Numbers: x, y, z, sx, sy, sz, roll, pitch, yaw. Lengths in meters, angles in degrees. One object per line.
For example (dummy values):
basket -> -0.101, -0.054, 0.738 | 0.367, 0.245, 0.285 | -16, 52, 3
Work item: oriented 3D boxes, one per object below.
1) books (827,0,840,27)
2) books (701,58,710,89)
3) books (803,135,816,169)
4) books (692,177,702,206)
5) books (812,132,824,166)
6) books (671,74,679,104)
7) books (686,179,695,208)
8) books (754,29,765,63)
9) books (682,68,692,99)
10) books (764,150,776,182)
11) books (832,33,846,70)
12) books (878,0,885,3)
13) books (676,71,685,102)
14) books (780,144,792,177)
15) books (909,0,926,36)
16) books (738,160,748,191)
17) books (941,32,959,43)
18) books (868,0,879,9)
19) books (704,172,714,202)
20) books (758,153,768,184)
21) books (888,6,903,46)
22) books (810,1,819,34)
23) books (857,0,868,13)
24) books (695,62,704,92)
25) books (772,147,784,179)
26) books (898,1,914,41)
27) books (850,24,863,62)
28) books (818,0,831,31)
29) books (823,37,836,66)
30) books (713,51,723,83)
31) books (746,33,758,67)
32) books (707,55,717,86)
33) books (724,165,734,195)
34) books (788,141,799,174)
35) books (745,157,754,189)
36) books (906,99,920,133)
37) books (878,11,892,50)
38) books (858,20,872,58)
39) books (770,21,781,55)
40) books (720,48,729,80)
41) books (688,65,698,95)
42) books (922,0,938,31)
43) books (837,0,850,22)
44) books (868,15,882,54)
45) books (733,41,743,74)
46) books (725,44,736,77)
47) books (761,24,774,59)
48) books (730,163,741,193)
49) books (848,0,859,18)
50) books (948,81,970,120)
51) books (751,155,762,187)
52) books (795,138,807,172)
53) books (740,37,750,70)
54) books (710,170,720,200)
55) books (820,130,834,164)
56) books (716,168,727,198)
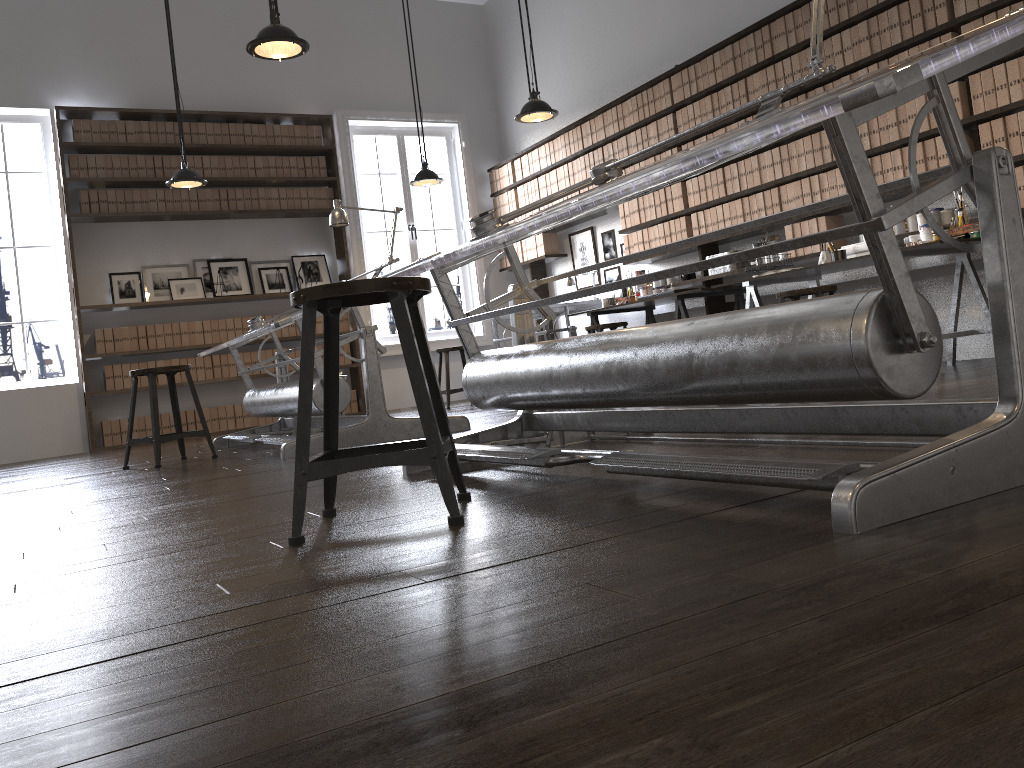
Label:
books -> 2.080, -2.358, 5.582 | 0.175, 0.226, 0.066 | -7, -1, -29
books -> 1.512, -2.312, 6.622 | 0.175, 0.226, 0.066 | -7, -1, -29
books -> 2.022, -1.521, 5.843 | 0.175, 0.226, 0.066 | -7, -1, -29
books -> 1.485, -1.477, 6.816 | 0.175, 0.226, 0.066 | -7, -1, -29
books -> 2.056, -1.524, 5.780 | 0.175, 0.226, 0.066 | -7, -1, -29
books -> 1.344, -2.298, 6.925 | 0.175, 0.226, 0.066 | -7, -1, -29
books -> 1.453, -1.475, 6.881 | 0.175, 0.226, 0.066 | -7, -1, -29
books -> 1.779, -2.334, 6.141 | 0.175, 0.226, 0.066 | -7, -1, -29
books -> 1.405, -2.303, 6.805 | 0.175, 0.226, 0.066 | -7, -1, -29
books -> 1.854, -1.508, 6.155 | 0.175, 0.226, 0.066 | -7, -1, -29
books -> 2.113, -2.083, 5.577 | 0.175, 0.226, 0.066 | -7, -1, -29
books -> 2.253, -2.373, 5.274 | 0.175, 0.226, 0.066 | -7, -1, -29
books -> 1.370, -2.300, 6.868 | 0.175, 0.226, 0.066 | -7, -1, -29
books -> 1.924, -1.513, 6.031 | 0.175, 0.226, 0.066 | -7, -1, -29
books -> 2.381, -2.105, 5.090 | 0.175, 0.226, 0.066 | -7, -1, -29
books -> 1.727, -1.497, 6.390 | 0.175, 0.226, 0.066 | -7, -1, -29
books -> 2.493, -1.838, 4.947 | 0.175, 0.226, 0.066 | -7, -1, -29
books -> 2.217, -2.370, 5.336 | 0.175, 0.226, 0.066 | -7, -1, -29
books -> 1.554, -1.483, 6.700 | 0.175, 0.226, 0.066 | -7, -1, -29
books -> 1.825, -1.505, 6.210 | 0.175, 0.226, 0.066 | -7, -1, -29
books -> 2.311, -2.099, 5.218 | 0.175, 0.226, 0.066 | -7, -1, -29
books -> 2.018, -2.354, 5.702 | 0.175, 0.226, 0.066 | -7, -1, -29
books -> 2.186, -2.368, 5.399 | 0.175, 0.226, 0.066 | -7, -1, -29
books -> 1.480, -2.310, 6.684 | 0.175, 0.226, 0.066 | -7, -1, -29
books -> 1.887, -1.510, 6.091 | 0.175, 0.226, 0.066 | -7, -1, -29
books -> 2.350, -2.103, 5.158 | 0.175, 0.226, 0.066 | -7, -1, -29
books -> 2.181, -2.089, 5.460 | 0.175, 0.226, 0.066 | -7, -1, -29
books -> 2.045, -2.356, 5.645 | 0.175, 0.226, 0.066 | -7, -1, -29
books -> 2.082, -2.081, 5.640 | 0.175, 0.226, 0.066 | -7, -1, -29
books -> 1.579, -2.317, 6.497 | 0.175, 0.226, 0.066 | -7, -1, -29
books -> 1.741, -2.331, 6.201 | 0.175, 0.226, 0.066 | -7, -1, -29
books -> 1.542, -2.314, 6.559 | 0.175, 0.226, 0.066 | -7, -1, -29
books -> 1.660, -1.492, 6.514 | 0.175, 0.226, 0.066 | -7, -1, -29
books -> 1.960, -1.516, 5.971 | 0.175, 0.226, 0.066 | -7, -1, -29
books -> 1.762, -1.500, 6.328 | 0.175, 0.226, 0.066 | -7, -1, -29
books -> 2.395, -1.552, 5.173 | 0.175, 0.226, 0.066 | -7, -1, -29
books -> 2.281, -2.097, 5.282 | 0.175, 0.226, 0.066 | -7, -1, -29
books -> 2.209, -2.091, 5.400 | 0.175, 0.226, 0.066 | -7, -1, -29
books -> 1.851, -2.340, 6.011 | 0.175, 0.226, 0.066 | -7, -1, -29
books -> 1.610, -2.320, 6.443 | 0.175, 0.226, 0.066 | -7, -1, -29
books -> 1.443, -2.306, 6.743 | 0.175, 0.226, 0.066 | -7, -1, -29
books -> 2.421, -2.109, 5.028 | 0.175, 0.226, 0.066 | -7, -1, -29
books -> 2.117, -2.362, 5.520 | 0.175, 0.226, 0.066 | -7, -1, -29
books -> 2.247, -2.094, 5.344 | 0.175, 0.226, 0.066 | -7, -1, -29
books -> 1.676, -2.326, 6.326 | 0.175, 0.226, 0.066 | -7, -1, -29
books -> 1.639, -2.322, 6.382 | 0.175, 0.226, 0.066 | -7, -1, -29
books -> 1.810, -2.336, 6.073 | 0.175, 0.226, 0.066 | -7, -1, -29
books -> 1.690, -1.494, 6.450 | 0.175, 0.226, 0.066 | -7, -1, -29
books -> 2.154, -2.365, 5.461 | 0.175, 0.226, 0.066 | -7, -1, -29
books -> 2.523, -1.562, 4.934 | 0.175, 0.226, 0.066 | -7, -1, -29
books -> 1.789, -1.502, 6.266 | 0.175, 0.226, 0.066 | -7, -1, -29
books -> 1.990, -1.519, 5.908 | 0.175, 0.226, 0.066 | -7, -1, -29
books -> 1.710, -2.328, 6.264 | 0.175, 0.226, 0.066 | -7, -1, -29
books -> 1.588, -1.486, 6.644 | 0.175, 0.226, 0.066 | -7, -1, -29
books -> 2.091, -1.527, 5.727 | 0.175, 0.226, 0.066 | -7, -1, -29
books -> 1.619, -1.488, 6.577 | 0.175, 0.226, 0.066 | -7, -1, -29
